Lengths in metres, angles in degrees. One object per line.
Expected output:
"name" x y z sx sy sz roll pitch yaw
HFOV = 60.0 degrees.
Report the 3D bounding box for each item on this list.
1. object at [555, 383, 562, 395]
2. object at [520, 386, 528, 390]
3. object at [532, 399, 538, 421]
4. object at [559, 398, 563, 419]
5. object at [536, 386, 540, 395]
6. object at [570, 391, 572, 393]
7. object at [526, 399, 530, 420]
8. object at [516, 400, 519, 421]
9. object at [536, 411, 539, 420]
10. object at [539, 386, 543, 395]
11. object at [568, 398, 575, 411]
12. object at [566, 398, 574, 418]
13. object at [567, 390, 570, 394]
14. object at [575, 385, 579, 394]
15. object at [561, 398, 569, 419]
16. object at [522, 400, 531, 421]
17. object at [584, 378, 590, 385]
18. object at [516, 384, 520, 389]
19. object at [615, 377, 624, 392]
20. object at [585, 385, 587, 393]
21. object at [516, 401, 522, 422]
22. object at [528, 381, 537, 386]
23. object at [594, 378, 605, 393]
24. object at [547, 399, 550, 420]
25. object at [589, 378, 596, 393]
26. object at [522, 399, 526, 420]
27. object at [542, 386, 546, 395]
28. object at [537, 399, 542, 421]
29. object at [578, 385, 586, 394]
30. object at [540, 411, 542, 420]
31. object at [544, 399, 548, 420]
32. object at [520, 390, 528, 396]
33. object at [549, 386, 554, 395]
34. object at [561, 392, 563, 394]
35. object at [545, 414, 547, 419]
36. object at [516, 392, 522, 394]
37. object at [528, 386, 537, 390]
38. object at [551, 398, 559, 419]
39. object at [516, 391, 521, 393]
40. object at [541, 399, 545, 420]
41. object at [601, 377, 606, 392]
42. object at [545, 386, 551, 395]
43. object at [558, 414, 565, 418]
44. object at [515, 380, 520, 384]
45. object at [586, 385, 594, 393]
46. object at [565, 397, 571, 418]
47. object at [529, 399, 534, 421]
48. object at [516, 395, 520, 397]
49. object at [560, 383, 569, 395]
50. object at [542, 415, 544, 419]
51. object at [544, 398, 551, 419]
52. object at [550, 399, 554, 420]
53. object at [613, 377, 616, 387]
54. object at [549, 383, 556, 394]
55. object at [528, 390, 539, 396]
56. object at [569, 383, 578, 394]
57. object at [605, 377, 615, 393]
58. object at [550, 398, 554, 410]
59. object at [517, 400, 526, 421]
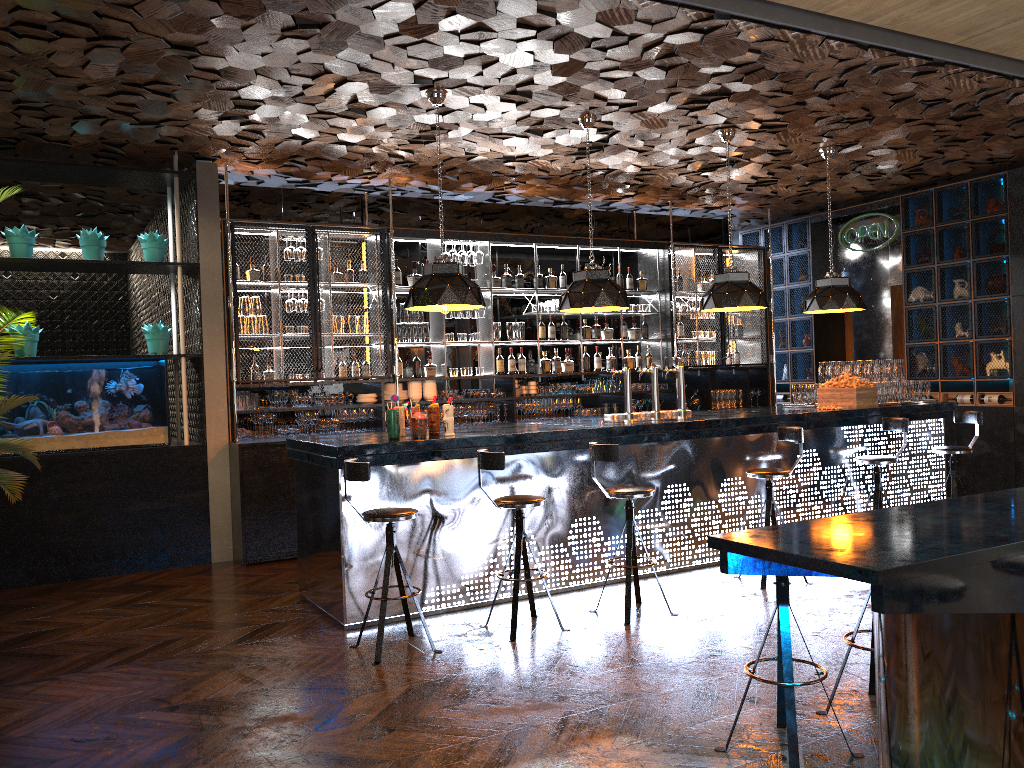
"object" 0.531 0.054 9.968 0.100 0.125 0.100 -2 0 19
"object" 0.139 0.054 9.765 0.105 0.069 0.094 -2 1 38
"object" 0.253 0.283 9.665 0.058 0.234 0.058 -2 0 14
"object" 0.563 0.272 9.982 0.091 0.229 0.091 -2 0 3
"object" 0.296 0.077 9.924 0.058 0.099 0.067 -2 0 22
"object" 0.645 0.063 10.187 0.098 0.097 0.098 -2 1 -37
"object" 0.178 0.285 9.804 0.058 0.234 0.058 -2 1 36
"object" 0.045 0.292 9.844 0.108 0.227 0.108 -2 0 7
"object" 0.278 0.282 9.889 0.049 0.231 0.049 -2 1 -39
"object" 0.331 0.076 9.865 0.058 0.099 0.067 -2 0 -26
"object" 0.666 0.269 9.909 0.091 0.229 0.091 -2 0 -2
"object" 0.647 0.268 10.026 0.091 0.229 0.091 -2 1 -35
"object" 0.632 0.050 10.018 0.108 0.126 0.108 -2 1 -34
"object" 0.736 0.061 10.031 0.098 0.097 0.098 -2 0 9
"object" 0.585 0.272 9.866 0.091 0.229 0.091 -2 0 19
"object" 0.159 0.290 9.632 0.108 0.227 0.108 -2 1 32
"object" 0.870 0.017 10.234 0.115 0.172 0.101 -3 1 -44
"object" 0.031 0.031 9.618 0.107 0.070 0.094 -2 0 2
"object" 1.227 0.004 10.151 0.101 0.172 0.115 -2 0 1
"object" 0.822 0.057 10.079 0.098 0.097 0.098 -2 0 -4
"object" 0.058 0.294 9.575 0.108 0.227 0.108 -2 1 -37
"object" 0.223 0.006 9.700 0.094 0.068 0.106 -2 1 -29
"object" 0.985 0.014 10.020 0.115 0.172 0.101 -2 0 1
"object" 0.405 0.278 9.813 0.049 0.231 0.049 -2 0 -25
"object" 0.923 0.016 10.123 0.115 0.172 0.101 -2 0 -19
"object" 0.138 0.285 9.878 0.058 0.234 0.058 -2 0 -26
"object" 0.358 0.076 9.770 0.058 0.099 0.067 -2 1 31
"object" 0.299 0.281 9.701 0.058 0.234 0.058 -2 0 -25
"object" 0.784 0.060 9.941 0.098 0.097 0.098 -2 1 41
"object" 0.314 0.281 9.835 0.049 0.231 0.049 -2 0 8
"object" 0.369 0.280 9.718 0.049 0.231 0.049 -2 0 -17
"object" 0.133 0.099 9.764 0.094 0.067 0.106 -2 0 23
"object" 0.427 0.073 9.775 0.067 0.099 0.058 -2 0 7
"object" 0.571 0.051 10.125 0.108 0.126 0.108 -2 1 33
"object" 0.378 0.278 9.873 0.049 0.231 0.049 -2 0 -21
"object" 0.031 0.106 9.620 0.149 0.023 0.149 -3 1 -45
"object" 0.222 0.051 9.711 0.094 0.069 0.106 -2 0 13
"object" 0.478 0.275 9.936 0.091 0.229 0.091 -2 0 -8
"object" 0.030 0.094 9.619 0.149 0.024 0.149 -2 1 -30
"object" 0.338 0.280 9.777 0.049 0.231 0.049 -2 0 -20
"object" 1.049 0.010 10.190 0.101 0.172 0.115 -2 0 1
"object" 0.393 0.075 9.711 0.058 0.099 0.067 -2 0 17
"object" 0.559 0.271 10.109 0.091 0.229 0.091 -2 1 29
"object" 0.020 -0.013 9.612 0.094 0.069 0.106 -2 0 -23
"object" 0.877 0.056 9.986 0.098 0.097 0.098 -2 0 5
"object" 0.645 0.267 10.160 0.091 0.229 0.091 -2 1 -31
"object" 0.214 0.284 9.741 0.058 0.234 0.058 -2 0 -6
"object" 0.031 0.128 9.619 0.149 0.022 0.149 -2 1 30
"object" 0.590 0.053 9.860 0.100 0.125 0.100 -2 0 10
"object" 0.341 0.279 9.919 0.049 0.231 0.049 -2 0 -26
"object" 0.393 0.278 10.019 0.091 0.229 0.091 -2 0 7
"object" 0.435 0.277 9.755 0.049 0.231 0.049 -2 1 -33
"object" 1.177 0.005 10.257 0.115 0.172 0.101 -3 1 -44
"object" 0.472 0.056 10.071 0.100 0.125 0.100 -2 0 -15
"object" 0.227 0.096 9.710 0.106 0.067 0.094 -2 1 -41
"object" 0.686 0.049 9.916 0.108 0.126 0.108 -2 0 6
"object" 1.115 0.009 10.080 0.115 0.172 0.101 -3 1 -44
"object" 0.473 0.274 10.063 0.091 0.229 0.091 -2 0 23
"object" 0.104 0.291 9.737 0.108 0.227 0.108 -2 0 26
